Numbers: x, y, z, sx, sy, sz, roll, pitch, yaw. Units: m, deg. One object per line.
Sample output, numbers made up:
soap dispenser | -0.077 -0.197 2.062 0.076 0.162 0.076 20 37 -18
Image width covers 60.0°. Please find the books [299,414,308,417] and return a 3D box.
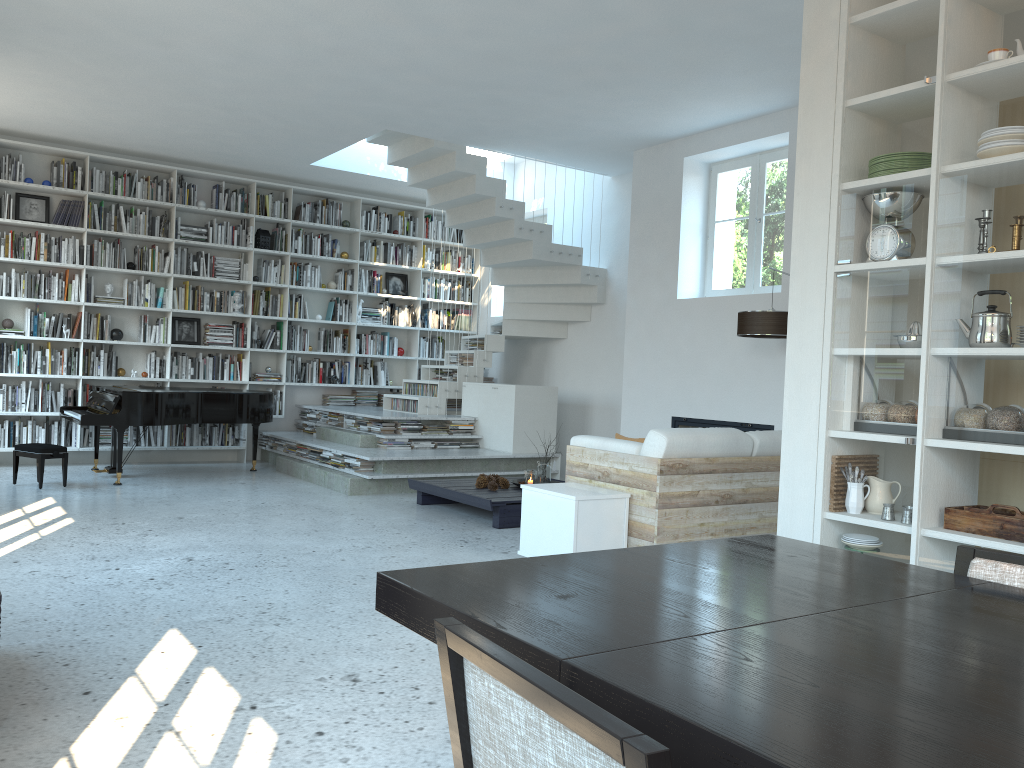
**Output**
books | -2.358 0.370 10.374 0.179 0.012 0.261 2 1 -34

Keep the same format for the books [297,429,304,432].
books | -2.410 0.546 10.390 0.163 0.019 0.187 2 1 -35

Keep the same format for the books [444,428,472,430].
books | -0.569 0.465 9.175 0.268 0.014 0.160 2 1 -35

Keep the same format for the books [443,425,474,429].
books | -0.563 0.443 9.168 0.284 0.030 0.177 2 1 -33

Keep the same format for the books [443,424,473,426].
books | -0.558 0.422 9.161 0.261 0.012 0.179 2 1 -30

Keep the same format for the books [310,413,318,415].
books | -2.193 0.346 10.133 0.171 0.007 0.206 2 1 -32

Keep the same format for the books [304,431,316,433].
books | -2.249 0.546 10.122 0.187 0.009 0.261 2 1 -31

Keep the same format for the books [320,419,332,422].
books | -2.026 0.408 9.882 0.164 0.023 0.242 2 1 -30

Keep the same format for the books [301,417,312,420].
books | -2.356 0.401 10.377 0.163 0.017 0.232 2 1 -32

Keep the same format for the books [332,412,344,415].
books | -1.852 0.319 9.647 0.139 0.028 0.261 2 1 -29

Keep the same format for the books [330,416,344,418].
books | -1.861 0.361 9.643 0.161 0.012 0.254 2 1 -30

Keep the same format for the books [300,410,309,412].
books | -2.352 0.317 10.375 0.167 0.008 0.234 2 1 -35

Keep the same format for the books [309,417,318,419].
books | -2.190 0.392 10.138 0.152 0.009 0.259 2 1 -37

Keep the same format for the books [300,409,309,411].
books | -2.352 0.308 10.375 0.159 0.011 0.246 2 1 -37

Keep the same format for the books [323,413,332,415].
books | -2.014 0.328 9.886 0.149 0.013 0.220 2 1 -31

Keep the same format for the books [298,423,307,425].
books | -2.408 0.465 10.387 0.152 0.015 0.208 2 1 -29

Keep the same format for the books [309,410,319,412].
books | -2.185 0.309 10.136 0.159 0.007 0.285 2 1 -35

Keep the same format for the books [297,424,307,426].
books | -2.410 0.477 10.386 0.159 0.009 0.210 2 1 -30

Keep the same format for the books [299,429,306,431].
books | -2.410 0.534 10.390 0.144 0.005 0.257 2 1 -29

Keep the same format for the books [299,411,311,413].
books | -2.361 0.329 10.370 0.171 0.015 0.252 2 1 -39

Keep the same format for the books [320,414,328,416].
books | -2.019 0.348 9.883 0.167 0.008 0.234 2 1 -35

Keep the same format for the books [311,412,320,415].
books | -2.187 0.336 10.136 0.143 0.012 0.264 2 1 -29

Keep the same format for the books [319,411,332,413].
books | -2.023 0.314 9.878 0.165 0.015 0.243 2 1 -39

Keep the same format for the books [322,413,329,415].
books | -2.014 0.340 9.886 0.160 0.010 0.179 2 1 -34

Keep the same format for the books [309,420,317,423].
books | -2.196 0.425 10.135 0.173 0.017 0.233 2 1 -35

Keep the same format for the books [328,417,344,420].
books | -1.864 0.375 9.642 0.179 0.017 0.293 2 1 -33

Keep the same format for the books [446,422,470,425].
books | -0.561 0.404 9.166 0.192 0.024 0.167 2 1 -29

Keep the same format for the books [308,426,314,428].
books | -2.226 0.493 10.135 0.137 0.018 0.200 2 1 -38

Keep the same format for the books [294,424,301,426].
books | -2.417 0.485 10.382 0.184 0.006 0.262 2 1 -33

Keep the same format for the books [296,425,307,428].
books | -2.407 0.500 10.390 0.159 0.012 0.278 2 1 -35

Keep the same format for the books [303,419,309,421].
books | -2.345 0.417 10.385 0.134 0.014 0.181 2 1 -37

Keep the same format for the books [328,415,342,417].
books | -1.866 0.350 9.639 0.187 0.009 0.261 2 1 -35

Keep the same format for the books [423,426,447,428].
books | -0.812 0.435 9.002 0.246 0.013 0.172 2 1 -35

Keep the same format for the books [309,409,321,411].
books | -2.194 0.295 10.129 0.171 0.020 0.193 2 1 -39

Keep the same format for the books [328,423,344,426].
books | -1.873 0.437 9.639 0.182 0.011 0.253 2 1 -30

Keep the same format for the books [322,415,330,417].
books | -2.013 0.359 9.888 0.144 0.013 0.220 2 1 -31

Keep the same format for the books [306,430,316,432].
books | -2.234 0.535 10.132 0.160 0.014 0.267 2 1 -35

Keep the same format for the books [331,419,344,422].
books | -1.858 0.393 9.647 0.159 0.018 0.203 2 1 -36

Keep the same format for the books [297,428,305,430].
books | -2.401 0.525 10.395 0.147 0.014 0.292 2 1 -34

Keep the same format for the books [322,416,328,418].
books | -2.011 0.372 9.890 0.150 0.013 0.215 2 1 -34

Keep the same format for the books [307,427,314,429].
books | -2.232 0.507 10.132 0.159 0.009 0.228 2 1 -33

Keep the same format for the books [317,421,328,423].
books | -2.034 0.425 9.877 0.190 0.012 0.235 2 1 -36

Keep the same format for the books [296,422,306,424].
books | -2.413 0.454 10.383 0.174 0.009 0.240 2 1 -32

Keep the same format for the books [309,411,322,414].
books | -2.187 0.321 10.135 0.163 0.018 0.289 2 1 -35

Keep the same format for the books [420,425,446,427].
books | -0.807 0.423 8.996 0.203 0.011 0.173 2 1 -39

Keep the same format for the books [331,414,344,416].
books | -1.844 0.340 9.654 0.128 0.013 0.296 2 1 -36

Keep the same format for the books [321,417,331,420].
books | -2.015 0.388 9.888 0.154 0.018 0.220 2 1 -35

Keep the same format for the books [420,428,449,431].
books | -0.803 0.459 8.988 0.273 0.014 0.187 2 1 -39

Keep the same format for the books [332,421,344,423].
books | -1.848 0.410 9.655 0.138 0.017 0.237 2 1 -35

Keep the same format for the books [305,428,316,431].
books | -2.243 0.519 10.125 0.180 0.017 0.182 2 1 -37

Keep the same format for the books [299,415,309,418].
books | -2.362 0.384 10.372 0.175 0.017 0.265 2 1 -31

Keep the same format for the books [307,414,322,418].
books | -2.203 0.364 10.127 0.189 0.030 0.237 2 1 -37

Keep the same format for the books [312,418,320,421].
books | -2.180 0.407 10.145 0.131 0.021 0.240 2 1 -32

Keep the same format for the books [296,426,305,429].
books | -2.410 0.512 10.388 0.170 0.012 0.215 2 1 -34

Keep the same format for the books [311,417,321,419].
books | -2.192 0.383 10.135 0.163 0.008 0.294 2 1 -36

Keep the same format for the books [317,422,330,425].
books | -2.030 0.437 9.880 0.183 0.012 0.296 2 1 -35

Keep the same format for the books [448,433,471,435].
books | -0.565 0.510 9.168 0.220 0.011 0.177 2 1 -36

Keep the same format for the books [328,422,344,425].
books | -1.867 0.425 9.643 0.178 0.014 0.247 2 1 -36

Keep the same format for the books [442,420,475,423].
books | -0.554 0.386 9.157 0.285 0.013 0.181 2 1 -39
